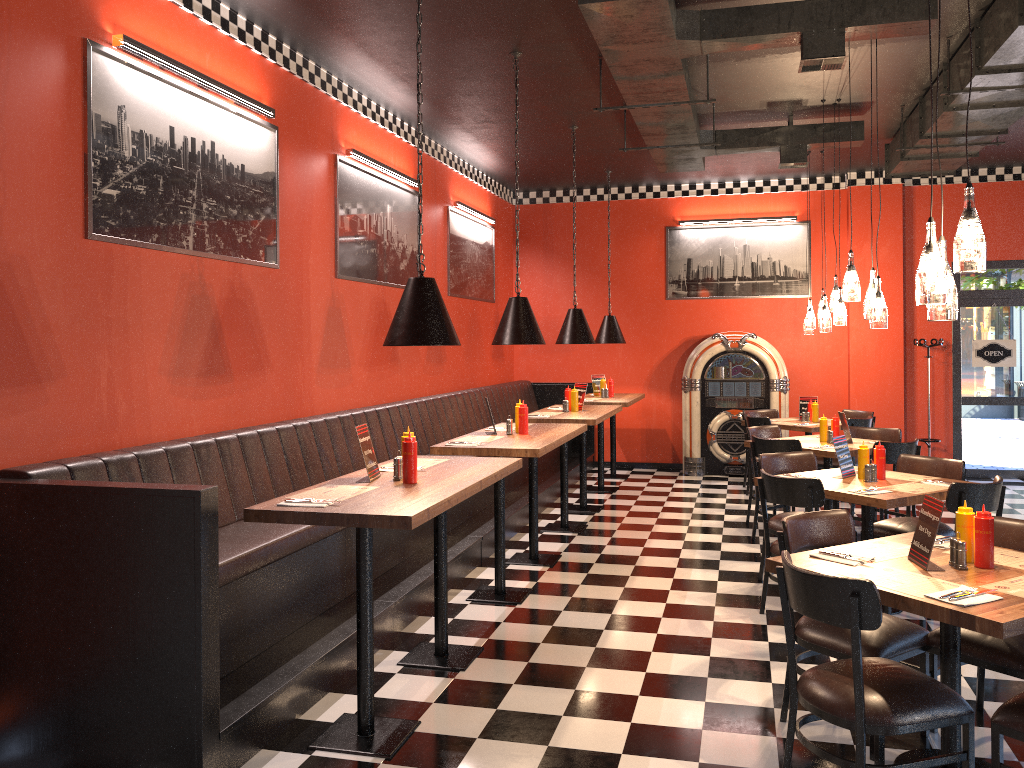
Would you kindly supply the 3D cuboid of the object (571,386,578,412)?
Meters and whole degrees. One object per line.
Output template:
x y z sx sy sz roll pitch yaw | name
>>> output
0.582 0.136 8.231 0.068 0.238 0.068 0 0 4 | object

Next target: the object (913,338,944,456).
4.901 0.294 10.415 0.374 1.658 0.374 0 0 37 | object

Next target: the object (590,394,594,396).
1.080 0.128 10.751 0.255 0.019 0.157 0 3 11 | object

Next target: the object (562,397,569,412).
0.497 0.191 8.193 0.047 0.136 0.094 -1 1 -20 | object

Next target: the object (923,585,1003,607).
1.524 0.703 2.967 0.255 0.019 0.157 -2 3 -27 | object

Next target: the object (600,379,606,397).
1.069 0.034 10.400 0.068 0.238 0.068 0 0 8 | object

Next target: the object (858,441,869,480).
2.190 0.472 5.519 0.068 0.238 0.068 0 0 20 | object

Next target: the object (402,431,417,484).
-0.467 0.334 4.052 0.068 0.238 0.068 0 0 -10 | object

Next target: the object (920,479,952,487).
2.558 0.590 5.299 0.157 0.019 0.255 -2 3 -31 | object

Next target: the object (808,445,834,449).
2.541 0.505 7.164 0.255 0.019 0.157 -2 3 -28 | object

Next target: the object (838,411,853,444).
2.829 0.367 7.518 0.072 0.257 0.188 0 1 5 | object

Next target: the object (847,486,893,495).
2.057 0.605 5.055 0.255 0.019 0.157 -2 3 -28 | object

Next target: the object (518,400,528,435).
0.080 0.232 6.197 0.068 0.238 0.068 0 0 35 | object

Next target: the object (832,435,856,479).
2.103 0.459 5.612 0.072 0.257 0.188 0 1 45 | object

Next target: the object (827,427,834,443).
2.690 0.431 7.488 0.047 0.136 0.094 0 1 5 | object

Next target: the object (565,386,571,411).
0.529 0.133 8.309 0.068 0.238 0.068 0 0 9 | object

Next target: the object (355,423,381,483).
-0.676 0.321 4.162 0.072 0.257 0.188 0 1 6 | object

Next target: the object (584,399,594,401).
0.808 0.178 9.707 0.255 0.019 0.157 0 3 11 | object

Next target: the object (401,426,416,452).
-0.499 0.324 4.273 0.068 0.238 0.068 0 0 -10 | object

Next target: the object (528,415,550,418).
0.240 0.275 7.647 0.255 0.019 0.157 0 3 11 | object

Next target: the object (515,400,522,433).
0.056 0.228 6.288 0.068 0.238 0.068 0 0 24 | object

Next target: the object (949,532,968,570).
1.687 0.627 3.349 0.047 0.136 0.094 0 1 5 | object

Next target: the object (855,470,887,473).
2.318 0.569 5.789 0.255 0.019 0.157 -2 3 -38 | object

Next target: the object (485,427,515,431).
-0.065 0.329 6.512 0.255 0.019 0.157 0 3 11 | object

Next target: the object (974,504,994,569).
1.784 0.574 3.348 0.068 0.238 0.068 -1 0 -33 | object

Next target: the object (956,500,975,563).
1.760 0.570 3.439 0.068 0.238 0.068 0 0 29 | object

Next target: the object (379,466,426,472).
-0.546 0.425 4.468 0.255 0.019 0.157 0 3 11 | object

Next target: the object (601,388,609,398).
1.078 0.092 10.279 0.093 0.136 0.047 -1 0 -5 | object

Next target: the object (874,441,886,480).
2.280 0.473 5.494 0.068 0.238 0.068 0 0 20 | object

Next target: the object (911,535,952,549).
1.802 0.666 3.743 0.255 0.019 0.157 -2 3 -29 | object

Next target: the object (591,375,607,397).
1.036 0.021 10.496 0.188 0.257 0.072 -1 0 -25 | object

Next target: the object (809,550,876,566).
1.319 0.681 3.488 0.157 0.019 0.255 -2 3 -36 | object

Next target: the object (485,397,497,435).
-0.150 0.222 6.256 0.072 0.257 0.188 0 1 -6 | object

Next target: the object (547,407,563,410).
0.470 0.233 8.539 0.255 0.019 0.157 0 3 11 | object

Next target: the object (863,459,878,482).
2.193 0.529 5.416 0.094 0.136 0.047 -1 0 -25 | object

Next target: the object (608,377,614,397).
1.157 0.035 10.367 0.068 0.238 0.068 0 0 8 | object

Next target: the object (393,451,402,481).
-0.532 0.381 4.161 0.047 0.136 0.094 0 1 6 | object

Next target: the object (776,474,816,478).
1.803 0.583 5.570 0.157 0.019 0.255 -2 3 -29 | object

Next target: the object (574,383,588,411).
0.627 0.122 8.336 0.072 0.257 0.188 -1 1 -34 | object

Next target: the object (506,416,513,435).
-0.017 0.285 6.198 0.047 0.136 0.094 0 1 5 | object

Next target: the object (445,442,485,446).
-0.286 0.373 5.571 0.255 0.019 0.157 0 3 11 | object

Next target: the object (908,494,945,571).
1.584 0.564 3.391 0.072 0.257 0.188 0 1 5 | object
